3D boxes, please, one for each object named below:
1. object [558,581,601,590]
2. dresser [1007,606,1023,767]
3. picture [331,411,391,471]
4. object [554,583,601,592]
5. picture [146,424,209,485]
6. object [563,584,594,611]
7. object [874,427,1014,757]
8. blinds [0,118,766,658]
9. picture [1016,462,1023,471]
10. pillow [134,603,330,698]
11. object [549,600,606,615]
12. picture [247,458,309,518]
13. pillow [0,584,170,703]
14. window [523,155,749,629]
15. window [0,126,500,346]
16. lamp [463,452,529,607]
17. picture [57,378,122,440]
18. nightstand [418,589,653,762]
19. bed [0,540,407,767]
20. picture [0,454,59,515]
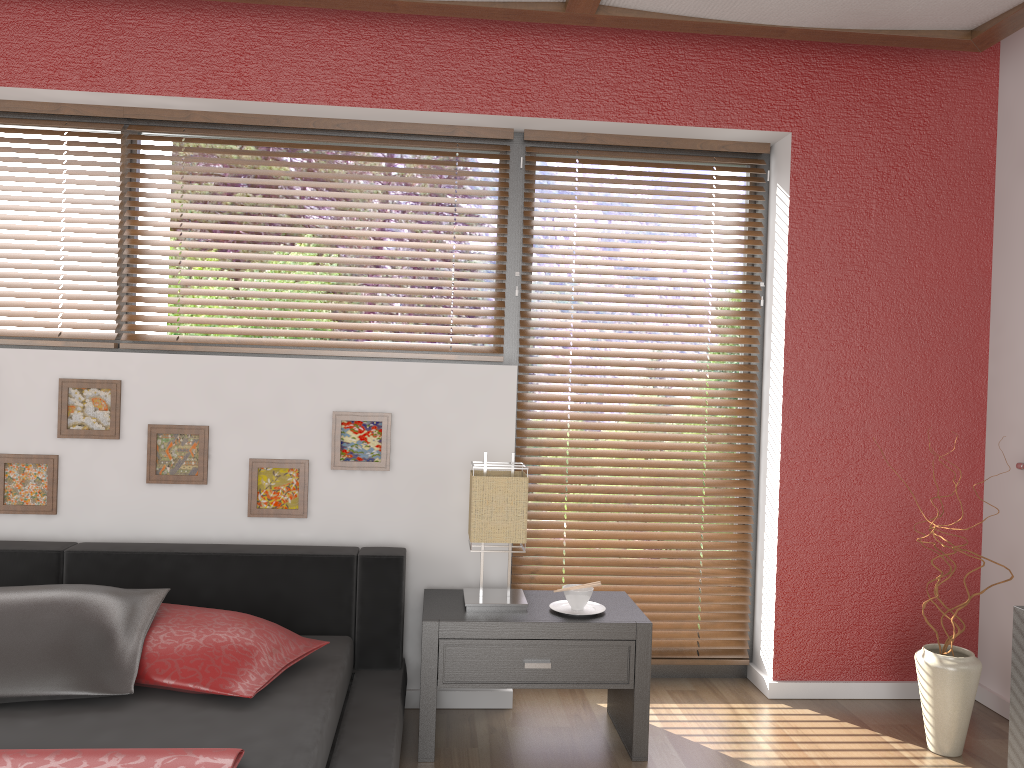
[{"bbox_3d":[0.214,0.645,2.831,0.192,0.007,0.007,2,1,-40],"label":"object"},{"bbox_3d":[1.620,0.898,1.494,0.540,0.608,1.740,2,0,-5],"label":"dresser"},{"bbox_3d":[-0.520,0.198,3.061,0.200,0.200,0.010,2,0,-5],"label":"picture"},{"bbox_3d":[0.208,0.645,2.809,0.192,0.007,0.007,2,1,-35],"label":"object"},{"bbox_3d":[-1.134,0.239,3.009,0.200,0.200,0.010,2,0,-5],"label":"picture"},{"bbox_3d":[0.209,0.683,2.826,0.099,0.069,0.099,2,0,20],"label":"object"},{"bbox_3d":[1.358,0.665,2.857,0.422,1.035,0.364,2,1,-30],"label":"object"},{"bbox_3d":[-1.453,0.018,3.267,4.840,1.952,0.032,2,0,-5],"label":"blinds"},{"bbox_3d":[1.844,-0.328,2.783,0.028,1.270,0.701,2,0,-5],"label":"picture"},{"bbox_3d":[-0.946,0.732,2.502,0.745,0.172,0.418,2,0,14],"label":"pillow"},{"bbox_3d":[0.208,0.716,2.826,0.179,0.012,0.179,2,0,20],"label":"object"},{"bbox_3d":[-0.800,0.358,3.039,0.200,0.200,0.010,2,0,-5],"label":"picture"},{"bbox_3d":[-1.330,0.669,2.329,0.744,0.241,0.386,2,0,-9],"label":"pillow"},{"bbox_3d":[0.487,0.044,3.499,0.889,1.893,0.020,2,0,-5],"label":"window"},{"bbox_3d":[-1.436,-0.561,3.331,2.817,0.786,0.020,2,0,-5],"label":"window"},{"bbox_3d":[-0.049,0.463,2.898,0.200,0.480,0.200,2,0,-5],"label":"lamp"},{"bbox_3d":[-1.422,0.084,2.984,0.200,0.200,0.010,2,0,-5],"label":"picture"},{"bbox_3d":[0.058,0.928,2.871,0.700,0.423,0.413,2,0,-5],"label":"nightstand"},{"bbox_3d":[-1.481,0.809,1.736,2.469,0.577,2.413,2,0,-5],"label":"bed"},{"bbox_3d":[-1.626,0.335,2.969,0.200,0.200,0.010,2,0,-5],"label":"picture"}]
